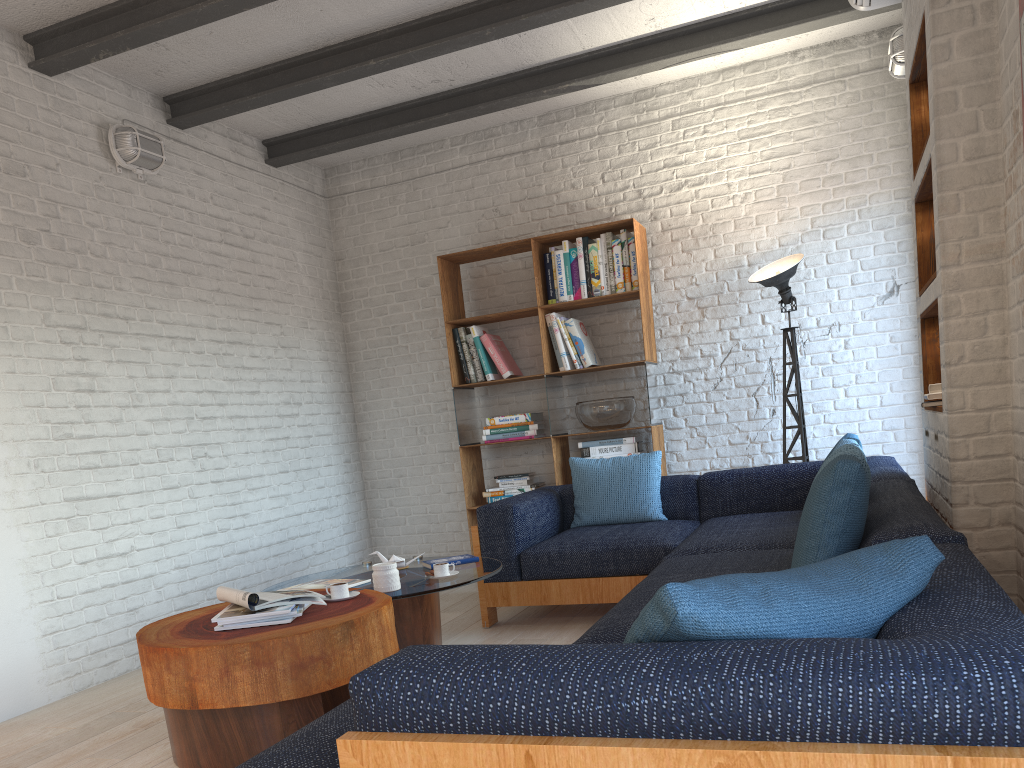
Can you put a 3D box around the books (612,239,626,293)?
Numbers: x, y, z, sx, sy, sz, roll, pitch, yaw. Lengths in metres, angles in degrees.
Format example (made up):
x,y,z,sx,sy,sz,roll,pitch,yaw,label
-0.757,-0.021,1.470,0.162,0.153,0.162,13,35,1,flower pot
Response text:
x,y,z,sx,sy,sz,roll,pitch,yaw,label
0.703,-0.726,5.521,0.056,0.333,0.250,-4,4,21,books

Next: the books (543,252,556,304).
x,y,z,sx,sy,sz,roll,pitch,yaw,label
0.286,-0.669,5.699,0.056,0.333,0.250,-4,4,21,books

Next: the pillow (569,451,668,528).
x,y,z,sx,sy,sz,roll,pitch,yaw,label
0.584,0.590,4.880,0.558,0.414,0.219,-6,5,20,pillow

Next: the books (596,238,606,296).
x,y,z,sx,sy,sz,roll,pitch,yaw,label
0.599,-0.726,5.564,0.021,0.363,0.267,-3,4,21,books

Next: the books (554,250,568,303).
x,y,z,sx,sy,sz,roll,pitch,yaw,label
0.352,-0.679,5.654,0.056,0.333,0.250,-4,4,21,books

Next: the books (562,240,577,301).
x,y,z,sx,sy,sz,roll,pitch,yaw,label
0.394,-0.713,5.637,0.037,0.388,0.239,-3,5,21,books

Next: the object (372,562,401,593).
x,y,z,sx,sy,sz,roll,pitch,yaw,label
-0.507,0.777,3.509,0.109,0.109,0.106,-5,3,37,object

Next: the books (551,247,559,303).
x,y,z,sx,sy,sz,roll,pitch,yaw,label
0.320,-0.688,5.682,0.021,0.363,0.267,-3,4,21,books

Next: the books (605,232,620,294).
x,y,z,sx,sy,sz,roll,pitch,yaw,label
0.659,-0.747,5.539,0.037,0.388,0.239,-3,5,21,books

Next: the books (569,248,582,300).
x,y,z,sx,sy,sz,roll,pitch,yaw,label
0.446,-0.691,5.637,0.056,0.333,0.250,-4,4,21,books

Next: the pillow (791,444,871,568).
x,y,z,sx,sy,sz,roll,pitch,yaw,label
1.006,0.410,2.744,0.256,0.420,1.196,-5,-1,20,pillow

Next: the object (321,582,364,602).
x,y,z,sx,sy,sz,roll,pitch,yaw,label
-0.635,0.768,3.238,0.147,0.056,0.173,-7,-2,10,object

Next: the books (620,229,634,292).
x,y,z,sx,sy,sz,roll,pitch,yaw,label
0.746,-0.759,5.505,0.037,0.388,0.239,-3,5,21,books

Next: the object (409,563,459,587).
x,y,z,sx,sy,sz,roll,pitch,yaw,label
-0.317,0.790,3.636,0.155,0.058,0.267,-7,-3,13,object

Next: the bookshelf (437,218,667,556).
x,y,z,sx,sy,sz,roll,pitch,yaw,label
0.301,0.181,5.804,1.324,2.230,0.357,-5,7,21,bookshelf

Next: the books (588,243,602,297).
x,y,z,sx,sy,sz,roll,pitch,yaw,label
0.559,-0.707,5.566,0.056,0.333,0.250,-4,4,21,books

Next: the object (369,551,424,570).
x,y,z,sx,sy,sz,roll,pitch,yaw,label
-0.541,0.822,4.103,0.191,0.092,0.188,-5,-2,-44,object

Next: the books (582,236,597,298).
x,y,z,sx,sy,sz,roll,pitch,yaw,label
0.518,-0.729,5.594,0.037,0.388,0.239,-3,5,21,books

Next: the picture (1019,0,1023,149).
x,y,z,sx,sy,sz,roll,pitch,yaw,label
1.127,-0.640,1.783,0.019,0.971,0.731,-3,4,21,picture

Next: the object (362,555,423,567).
x,y,z,sx,sy,sz,roll,pitch,yaw,label
-0.591,0.871,4.314,0.302,0.027,0.068,-6,-2,-1,object

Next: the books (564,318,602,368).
x,y,z,sx,sy,sz,roll,pitch,yaw,label
0.466,-0.259,5.685,0.159,0.333,0.250,-4,4,21,books

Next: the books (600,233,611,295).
x,y,z,sx,sy,sz,roll,pitch,yaw,label
0.629,-0.743,5.565,0.037,0.388,0.239,-3,5,21,books

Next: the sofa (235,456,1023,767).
x,y,z,sx,sy,sz,roll,pitch,yaw,label
0.452,0.790,3.226,2.091,0.666,3.899,-7,-3,21,sofa

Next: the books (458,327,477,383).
x,y,z,sx,sy,sz,roll,pitch,yaw,label
-0.263,-0.191,5.977,0.092,0.389,0.239,-4,5,21,books

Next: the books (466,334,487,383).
x,y,z,sx,sy,sz,roll,pitch,yaw,label
-0.206,-0.171,5.979,0.103,0.338,0.250,-4,4,21,books

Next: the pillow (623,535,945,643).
x,y,z,sx,sy,sz,roll,pitch,yaw,label
0.445,0.457,1.547,0.560,0.332,0.376,-6,1,-19,pillow

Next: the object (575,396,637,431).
x,y,z,sx,sy,sz,roll,pitch,yaw,label
0.620,0.203,5.726,0.396,0.203,0.404,-6,-1,-28,object

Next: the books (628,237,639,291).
x,y,z,sx,sy,sz,roll,pitch,yaw,label
0.801,-0.737,5.506,0.056,0.333,0.250,-4,4,21,books

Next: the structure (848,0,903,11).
x,y,z,sx,sy,sz,roll,pitch,yaw,label
1.261,-1.574,3.010,0.201,0.221,0.804,-5,-2,21,structure

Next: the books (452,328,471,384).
x,y,z,sx,sy,sz,roll,pitch,yaw,label
-0.300,-0.186,5.983,0.092,0.389,0.239,-4,5,21,books

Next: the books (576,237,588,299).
x,y,z,sx,sy,sz,roll,pitch,yaw,label
0.480,-0.724,5.598,0.037,0.388,0.239,-3,5,21,books

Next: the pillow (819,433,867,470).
x,y,z,sx,sy,sz,roll,pitch,yaw,label
1.493,0.449,3.990,0.244,0.402,1.092,-5,-1,19,pillow

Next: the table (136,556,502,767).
x,y,z,sx,sy,sz,roll,pitch,yaw,label
-0.723,1.050,3.567,1.084,0.450,1.805,-7,-3,26,table
